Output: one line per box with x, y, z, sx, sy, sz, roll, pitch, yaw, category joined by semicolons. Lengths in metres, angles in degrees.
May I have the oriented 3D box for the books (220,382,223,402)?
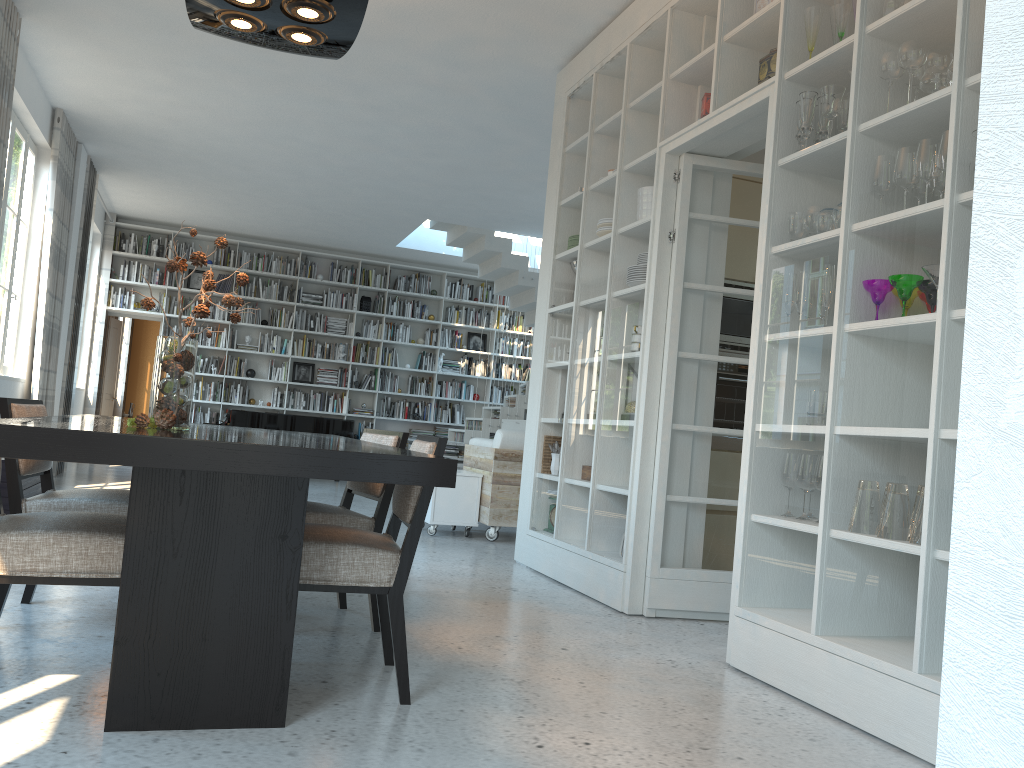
-3.992;0.111;12.184;0.024;0.280;0.136;6;-3;-19;books

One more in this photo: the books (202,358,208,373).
-4.197;-0.246;12.116;0.056;0.214;0.142;6;-3;-19;books

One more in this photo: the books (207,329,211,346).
-4.154;-0.623;12.147;0.028;0.242;0.131;6;-3;-19;books

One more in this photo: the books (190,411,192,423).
-4.372;0.472;12.040;0.028;0.224;0.134;6;-3;-19;books

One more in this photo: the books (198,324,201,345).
-4.258;-0.665;12.086;0.013;0.299;0.151;6;-3;-19;books

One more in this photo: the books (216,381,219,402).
-4.032;0.102;12.140;0.014;0.286;0.179;6;-3;-19;books

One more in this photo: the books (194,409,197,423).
-4.309;0.464;12.067;0.029;0.254;0.153;6;-3;-19;books

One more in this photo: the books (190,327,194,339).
-4.351;-0.644;12.045;0.024;0.237;0.167;6;-3;-19;books

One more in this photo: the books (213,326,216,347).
-4.085;-0.642;12.165;0.015;0.292;0.144;6;-3;-19;books

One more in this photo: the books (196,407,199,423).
-4.289;0.452;12.077;0.013;0.284;0.139;6;-3;-19;books

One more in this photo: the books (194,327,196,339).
-4.322;-0.643;12.064;0.023;0.242;0.184;6;-3;-19;books

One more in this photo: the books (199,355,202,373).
-4.247;-0.271;12.077;0.011;0.250;0.172;6;-3;-19;books

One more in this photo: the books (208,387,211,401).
-4.141;0.138;12.126;0.023;0.194;0.140;6;-3;-19;books

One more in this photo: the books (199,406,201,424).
-4.249;0.446;12.073;0.013;0.301;0.172;6;-3;-19;books

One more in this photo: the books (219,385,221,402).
-4.003;0.129;12.157;0.010;0.240;0.174;6;-3;-19;books

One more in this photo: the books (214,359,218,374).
-4.056;-0.229;12.151;0.027;0.209;0.143;6;-3;-19;books

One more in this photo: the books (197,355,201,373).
-4.269;-0.271;12.089;0.022;0.248;0.129;6;-3;-19;books

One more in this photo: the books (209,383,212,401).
-4.122;0.114;12.128;0.010;0.246;0.160;6;-3;-19;books

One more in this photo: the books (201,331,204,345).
-4.230;-0.614;12.107;0.021;0.205;0.130;6;-3;-19;books

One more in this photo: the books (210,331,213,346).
-4.117;-0.608;12.143;0.012;0.217;0.160;6;-3;-19;books

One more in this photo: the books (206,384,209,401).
-4.162;0.118;12.116;0.025;0.229;0.153;6;-3;-19;books

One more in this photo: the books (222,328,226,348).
-3.961;-0.625;12.201;0.027;0.285;0.148;6;-3;-19;books

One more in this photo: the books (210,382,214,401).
-4.100;0.105;12.118;0.021;0.265;0.185;6;-3;-19;books

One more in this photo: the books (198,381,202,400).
-4.252;0.095;12.076;0.026;0.254;0.176;6;-3;-19;books

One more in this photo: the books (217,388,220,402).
-4.030;0.154;12.175;0.023;0.187;0.130;6;-3;-19;books

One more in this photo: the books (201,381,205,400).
-4.205;0.096;12.081;0.028;0.260;0.181;6;-3;-19;books

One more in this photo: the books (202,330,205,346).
-4.208;-0.624;12.099;0.013;0.229;0.177;6;-3;-19;books

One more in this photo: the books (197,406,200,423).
-4.268;0.450;12.072;0.022;0.290;0.137;6;-3;-19;books

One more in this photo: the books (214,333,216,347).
-4.071;-0.596;12.153;0.013;0.203;0.161;6;-3;-19;books

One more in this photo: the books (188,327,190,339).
-4.381;-0.653;12.033;0.021;0.247;0.189;6;-3;-19;books

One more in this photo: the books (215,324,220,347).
-4.043;-0.654;12.165;0.035;0.325;0.170;6;-3;-19;books

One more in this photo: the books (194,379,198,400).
-4.296;0.076;12.060;0.014;0.282;0.150;6;-3;-19;books

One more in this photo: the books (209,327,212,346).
-4.123;-0.638;12.127;0.015;0.275;0.157;6;-3;-19;books

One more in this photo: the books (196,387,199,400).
-4.277;0.128;12.056;0.029;0.181;0.190;6;-3;-19;books

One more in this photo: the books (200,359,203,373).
-4.227;-0.239;12.070;0.029;0.190;0.189;6;-3;-19;books

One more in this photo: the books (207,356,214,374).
-4.123;-0.259;12.126;0.060;0.255;0.158;6;-3;-19;books

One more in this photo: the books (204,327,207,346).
-4.185;-0.643;12.115;0.012;0.272;0.145;6;-3;-19;books

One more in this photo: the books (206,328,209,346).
-4.168;-0.630;12.132;0.011;0.251;0.139;6;-3;-19;books

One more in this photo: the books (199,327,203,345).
-4.247;-0.642;12.100;0.021;0.256;0.156;6;-3;-19;books

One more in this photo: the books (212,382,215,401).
-4.091;0.110;12.141;0.013;0.260;0.142;6;-3;-19;books

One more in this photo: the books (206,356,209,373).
-4.163;-0.256;12.127;0.013;0.241;0.141;6;-3;-19;books

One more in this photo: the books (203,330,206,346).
-4.200;-0.622;12.114;0.013;0.227;0.151;6;-3;-19;books

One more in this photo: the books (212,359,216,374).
-4.080;-0.231;12.133;0.030;0.207;0.172;6;-3;-19;books

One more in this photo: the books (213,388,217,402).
-4.069;0.152;12.148;0.041;0.181;0.141;6;-3;-19;books

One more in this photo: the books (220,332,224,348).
-3.989;-0.597;12.186;0.031;0.223;0.144;6;-3;-19;books

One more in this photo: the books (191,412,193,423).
-4.353;0.482;12.046;0.013;0.209;0.154;6;-3;-19;books

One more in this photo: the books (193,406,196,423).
-4.320;0.441;12.045;0.012;0.295;0.176;6;-3;-19;books

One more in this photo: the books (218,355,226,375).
-3.970;-0.255;12.143;0.082;0.276;0.228;6;-3;-19;books

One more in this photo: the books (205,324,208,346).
-4.178;-0.657;12.134;0.011;0.304;0.130;6;-3;-19;books

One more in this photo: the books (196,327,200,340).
-4.294;-0.646;12.092;0.048;0.256;0.141;6;-3;-19;books

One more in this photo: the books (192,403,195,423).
-4.328;0.425;12.033;0.014;0.325;0.170;6;-3;-19;books

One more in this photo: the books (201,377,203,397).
-4.228;0.063;12.082;0.021;0.322;0.172;6;-3;-19;books

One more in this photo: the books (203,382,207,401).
-4.181;0.105;12.094;0.028;0.249;0.159;6;-3;-19;books

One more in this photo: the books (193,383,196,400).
-4.318;0.100;12.053;0.027;0.229;0.159;6;-3;-19;books

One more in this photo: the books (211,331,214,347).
-4.103;-0.608;12.153;0.021;0.220;0.148;6;-3;-19;books

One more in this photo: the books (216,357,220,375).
-4.033;-0.247;12.163;0.021;0.251;0.154;6;-3;-19;books

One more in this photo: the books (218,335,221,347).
-4.020;-0.580;12.175;0.030;0.183;0.152;6;-3;-19;books

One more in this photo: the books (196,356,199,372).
-4.297;-0.265;12.086;0.030;0.231;0.148;6;-3;-19;books
